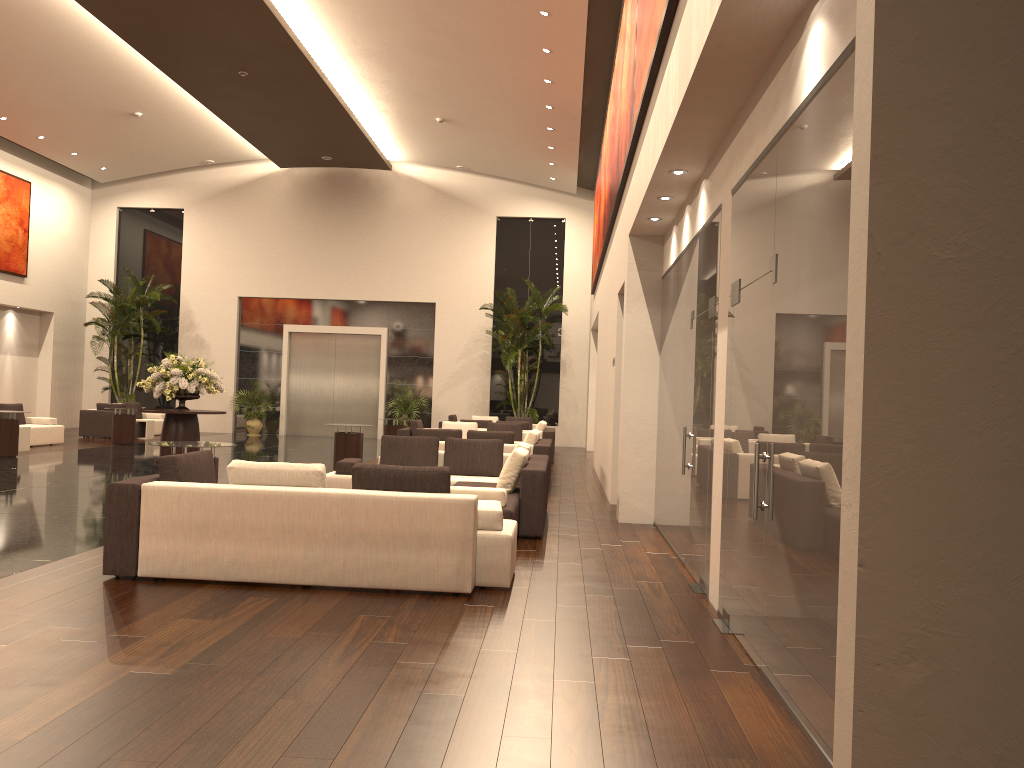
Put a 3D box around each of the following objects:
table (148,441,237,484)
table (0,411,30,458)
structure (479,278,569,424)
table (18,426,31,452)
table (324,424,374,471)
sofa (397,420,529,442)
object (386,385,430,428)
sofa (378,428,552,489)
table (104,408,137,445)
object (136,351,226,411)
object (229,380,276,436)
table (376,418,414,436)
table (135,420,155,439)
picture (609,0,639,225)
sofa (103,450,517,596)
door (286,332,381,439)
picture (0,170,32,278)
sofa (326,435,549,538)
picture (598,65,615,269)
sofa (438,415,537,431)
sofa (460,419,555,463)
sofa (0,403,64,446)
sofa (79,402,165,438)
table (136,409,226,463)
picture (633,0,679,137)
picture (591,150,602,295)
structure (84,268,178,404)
[{"bbox_3d":[-3.162,0.988,8.753,0.833,0.795,0.844,1,-1,42],"label":"table"},{"bbox_3d":[-8.892,0.875,15.492,0.833,0.795,0.844,3,-1,-36],"label":"table"},{"bbox_3d":[0.329,-0.560,24.420,2.436,4.611,2.531,3,-1,-25],"label":"structure"},{"bbox_3d":[-9.485,1.044,16.887,0.400,0.460,0.400,2,-1,3],"label":"table"},{"bbox_3d":[-2.790,1.095,15.133,0.833,0.795,0.844,3,-1,-36],"label":"table"},{"bbox_3d":[-0.776,1.169,17.280,2.846,0.862,1.291,2,-1,3],"label":"sofa"},{"bbox_3d":[-3.030,0.791,25.100,1.297,1.682,1.373,1,-1,41],"label":"object"},{"bbox_3d":[-0.639,1.135,14.650,2.586,0.862,3.366,2,-1,3],"label":"sofa"},{"bbox_3d":[-8.670,0.946,19.808,0.833,0.795,0.844,3,-1,-36],"label":"table"},{"bbox_3d":[-5.811,-0.079,15.729,1.453,1.097,1.402,3,-1,-41],"label":"object"},{"bbox_3d":[-7.349,0.636,25.407,1.297,1.682,1.373,1,-1,36],"label":"object"},{"bbox_3d":[-2.568,1.166,19.449,0.833,0.795,0.844,3,-1,-36],"label":"table"},{"bbox_3d":[-9.184,1.131,22.068,0.400,0.460,0.400,2,-1,3],"label":"table"},{"bbox_3d":[1.428,-3.713,11.210,0.070,2.526,4.515,2,-1,3],"label":"picture"},{"bbox_3d":[-1.390,0.991,6.721,2.846,0.862,1.291,2,-1,3],"label":"sofa"},{"bbox_3d":[-5.232,0.038,26.113,2.767,3.048,0.040,2,-1,3],"label":"door"},{"bbox_3d":[-12.877,-4.096,21.105,0.070,2.526,4.515,2,-1,3],"label":"picture"},{"bbox_3d":[-0.932,1.046,9.309,2.586,0.862,3.366,2,-1,3],"label":"sofa"},{"bbox_3d":[1.691,-3.637,15.720,0.070,2.526,4.515,2,-1,3],"label":"picture"},{"bbox_3d":[-0.447,1.264,22.943,2.846,0.862,1.291,2,-1,3],"label":"sofa"},{"bbox_3d":[-0.310,1.230,20.312,2.586,0.862,3.366,2,-1,3],"label":"sofa"},{"bbox_3d":[-10.089,0.831,17.711,1.291,0.862,2.846,2,-1,3],"label":"sofa"},{"bbox_3d":[-9.787,0.918,22.892,1.291,0.862,2.846,2,-1,3],"label":"sofa"},{"bbox_3d":[-5.875,0.927,15.717,1.498,0.921,1.498,2,-1,-6],"label":"table"},{"bbox_3d":[1.108,-3.805,5.708,0.070,2.526,6.485,2,-1,3],"label":"picture"},{"bbox_3d":[1.953,-3.561,20.233,0.070,2.526,4.515,2,-1,3],"label":"picture"},{"bbox_3d":[-10.864,-0.962,25.221,2.436,4.611,2.531,3,-1,-25],"label":"structure"}]
